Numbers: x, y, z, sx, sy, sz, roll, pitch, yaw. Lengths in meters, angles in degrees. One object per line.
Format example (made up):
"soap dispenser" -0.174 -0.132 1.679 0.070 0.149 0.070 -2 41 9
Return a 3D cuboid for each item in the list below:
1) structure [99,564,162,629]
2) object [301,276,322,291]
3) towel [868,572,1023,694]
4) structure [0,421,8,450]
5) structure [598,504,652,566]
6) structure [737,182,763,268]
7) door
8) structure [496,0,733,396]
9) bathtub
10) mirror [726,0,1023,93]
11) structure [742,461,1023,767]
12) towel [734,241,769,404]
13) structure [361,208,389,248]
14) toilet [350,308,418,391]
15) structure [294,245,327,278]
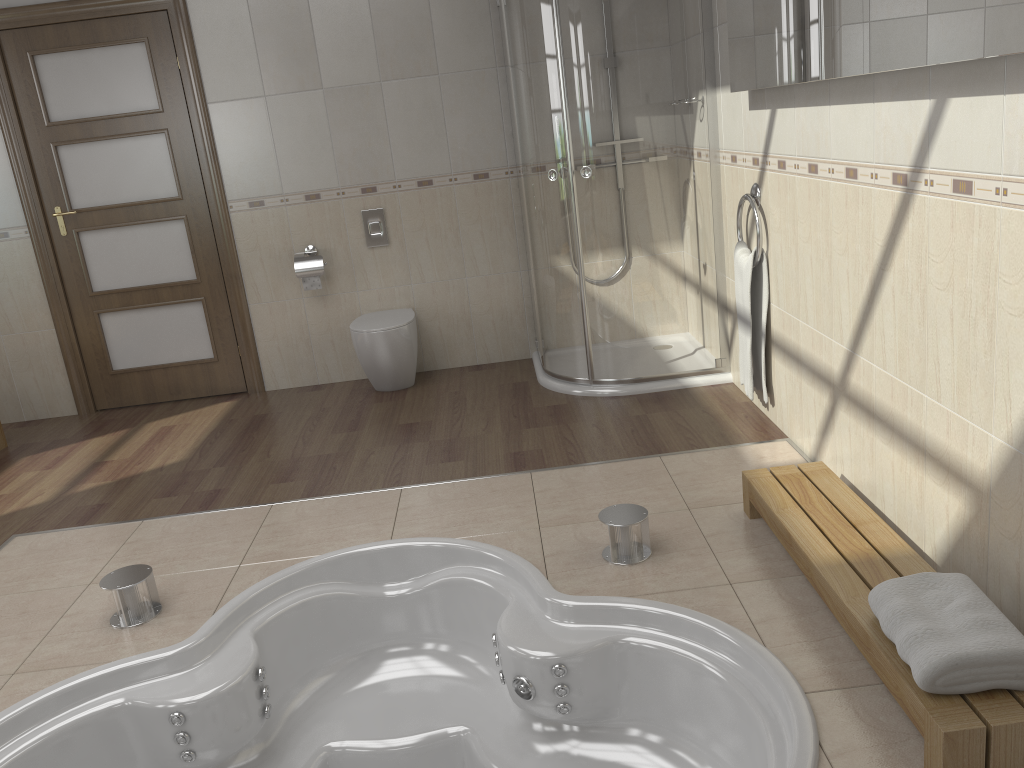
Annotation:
"structure" -1.147 0.638 2.672 0.150 0.131 0.150 -18 20 -33
"object" -1.076 -0.586 4.768 0.098 0.151 0.090 -7 16 0
"towel" 0.898 0.504 1.834 0.233 0.099 0.331 -6 16 4
"structure" -2.969 0.456 3.899 0.620 0.220 1.450 -6 16 5
"structure" 0.341 0.453 2.678 0.150 0.131 0.150 -10 17 -10
"structure" 0.943 -0.622 3.489 0.051 0.332 0.291 -7 16 0
"door" -2.057 -0.872 4.774 0.861 2.026 0.102 -8 16 -3
"structure" 0.466 -0.990 4.347 0.900 1.917 0.900 -7 16 0
"bathtub" -0.330 1.118 2.062 1.754 0.674 1.751 8 22 42
"mirror" 0.861 -0.887 1.539 0.005 0.600 3.600 -7 16 0
"structure" 0.898 0.507 2.249 0.260 0.140 1.280 -7 16 0
"towel" 0.967 -0.253 3.588 0.083 0.635 0.280 -7 16 0
"structure" -0.742 -0.846 4.806 0.120 0.200 0.010 -7 16 0
"toilet" -0.658 -0.163 4.743 0.337 0.388 0.519 -7 16 0
"structure" -1.079 -0.662 4.770 0.170 0.151 0.154 -7 16 0
